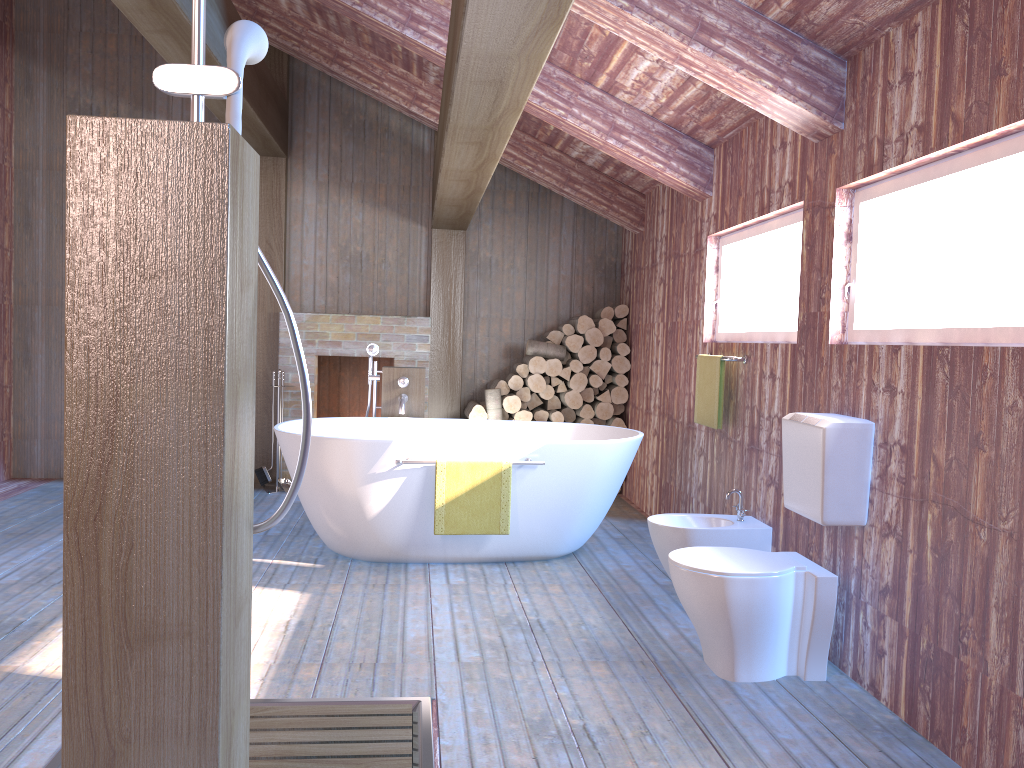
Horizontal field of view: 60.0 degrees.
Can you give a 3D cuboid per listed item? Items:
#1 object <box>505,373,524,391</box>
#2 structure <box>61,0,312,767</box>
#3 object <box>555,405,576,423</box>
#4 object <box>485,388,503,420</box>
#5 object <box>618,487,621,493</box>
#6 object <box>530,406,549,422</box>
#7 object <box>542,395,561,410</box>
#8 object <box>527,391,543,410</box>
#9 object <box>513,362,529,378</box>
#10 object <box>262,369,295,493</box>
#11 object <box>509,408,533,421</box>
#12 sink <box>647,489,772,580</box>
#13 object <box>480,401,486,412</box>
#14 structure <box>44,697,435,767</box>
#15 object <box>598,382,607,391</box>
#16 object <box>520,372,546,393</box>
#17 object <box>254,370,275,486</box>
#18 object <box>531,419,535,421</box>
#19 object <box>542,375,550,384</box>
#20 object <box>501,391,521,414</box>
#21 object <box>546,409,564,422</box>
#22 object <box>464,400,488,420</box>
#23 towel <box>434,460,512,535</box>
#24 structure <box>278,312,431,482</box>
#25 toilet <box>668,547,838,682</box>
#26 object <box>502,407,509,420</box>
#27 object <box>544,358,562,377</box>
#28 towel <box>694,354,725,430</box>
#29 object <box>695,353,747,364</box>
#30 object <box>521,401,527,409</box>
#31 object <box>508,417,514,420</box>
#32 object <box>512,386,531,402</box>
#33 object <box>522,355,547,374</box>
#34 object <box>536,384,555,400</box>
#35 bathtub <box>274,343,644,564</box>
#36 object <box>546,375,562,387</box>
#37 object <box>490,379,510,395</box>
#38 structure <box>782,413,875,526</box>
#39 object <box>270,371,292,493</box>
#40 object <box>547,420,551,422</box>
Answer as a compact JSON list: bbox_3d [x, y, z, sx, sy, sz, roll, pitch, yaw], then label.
[{"bbox_3d":[0.016,-0.019,6.733,0.115,0.123,0.291,2,3,-5],"label":"object"},{"bbox_3d":[-0.585,-0.052,1.669,0.328,2.209,0.522,3,3,15],"label":"structure"},{"bbox_3d":[0.409,0.228,6.895,0.116,0.118,0.289,1,3,-8],"label":"object"},{"bbox_3d":[-0.134,0.181,6.562,0.147,0.298,0.109,2,3,-3],"label":"object"},{"bbox_3d":[0.754,0.778,6.918,0.114,0.113,0.301,1,3,-8],"label":"object"},{"bbox_3d":[0.205,0.240,6.777,0.114,0.120,0.303,2,3,-5],"label":"object"},{"bbox_3d":[0.306,0.139,6.879,0.104,0.127,0.321,2,3,-6],"label":"object"},{"bbox_3d":[0.158,0.120,6.860,0.128,0.150,0.323,2,3,-6],"label":"object"},{"bbox_3d":[0.071,-0.109,6.750,0.106,0.112,0.282,2,3,-5],"label":"object"},{"bbox_3d":[-1.734,0.331,6.507,0.276,0.888,0.333,4,3,36],"label":"object"},{"bbox_3d":[0.062,0.244,6.774,0.139,0.148,0.458,2,3,-6],"label":"object"},{"bbox_3d":[0.855,0.722,3.945,0.515,0.517,0.335,2,3,-5],"label":"sink"},{"bbox_3d":[-0.195,0.182,6.836,0.099,0.093,0.280,2,3,-5],"label":"object"},{"bbox_3d":[-0.698,1.032,2.259,1.000,0.067,1.000,2,3,-6],"label":"structure"},{"bbox_3d":[0.675,0.012,6.802,0.067,0.069,0.177,2,3,-6],"label":"object"},{"bbox_3d":[0.153,-0.017,6.753,0.141,0.143,0.437,1,3,-8],"label":"object"},{"bbox_3d":[-1.799,0.322,6.447,0.136,0.846,0.062,1,3,-25],"label":"object"},{"bbox_3d":[0.143,0.314,6.767,0.098,0.100,0.437,1,3,-8],"label":"object"},{"bbox_3d":[0.249,-0.035,6.749,0.057,0.061,0.156,1,3,-7],"label":"object"},{"bbox_3d":[-0.021,0.134,6.745,0.138,0.147,0.440,2,3,-6],"label":"object"},{"bbox_3d":[0.308,0.239,6.784,0.098,0.100,0.437,1,3,-8],"label":"object"},{"bbox_3d":[-0.278,0.208,6.730,0.139,0.137,0.455,1,3,-8],"label":"object"},{"bbox_3d":[-0.188,0.546,4.267,0.370,0.361,0.032,1,3,-10],"label":"towel"},{"bbox_3d":[-1.205,0.132,6.795,1.130,1.330,0.226,2,3,-6],"label":"structure"},{"bbox_3d":[0.816,0.819,3.156,0.534,0.400,0.375,2,3,-5],"label":"toilet"},{"bbox_3d":[-0.097,0.226,6.834,0.121,0.124,0.291,2,3,-5],"label":"object"},{"bbox_3d":[0.283,-0.137,6.767,0.138,0.147,0.440,2,3,-6],"label":"object"},{"bbox_3d":[0.998,0.034,4.487,0.032,0.361,0.370,2,3,-6],"label":"towel"},{"bbox_3d":[1.039,-0.131,4.477,0.091,0.043,0.581,2,3,-6],"label":"object"},{"bbox_3d":[0.073,0.152,6.765,0.064,0.068,0.174,1,3,-7],"label":"object"},{"bbox_3d":[-0.063,0.335,6.774,0.155,0.174,0.483,1,3,-8],"label":"object"},{"bbox_3d":[0.069,0.070,6.760,0.111,0.113,0.301,1,3,-7],"label":"object"},{"bbox_3d":[0.169,-0.154,6.754,0.135,0.145,0.439,2,3,-6],"label":"object"},{"bbox_3d":[0.248,0.050,6.765,0.115,0.123,0.291,2,3,-5],"label":"object"},{"bbox_3d":[-0.293,0.352,4.821,1.935,1.109,1.460,3,3,16],"label":"bathtub"},{"bbox_3d":[0.322,-0.025,6.772,0.088,0.092,0.280,2,3,-5],"label":"object"},{"bbox_3d":[-0.094,0.021,6.772,0.114,0.113,0.301,1,3,-8],"label":"object"},{"bbox_3d":[1.108,0.293,3.154,0.182,0.363,0.358,2,3,-5],"label":"structure"},{"bbox_3d":[-1.652,0.339,6.451,0.206,0.871,0.126,4,3,37],"label":"object"},{"bbox_3d":[0.235,0.318,6.784,0.086,0.089,0.279,1,3,-8],"label":"object"}]
